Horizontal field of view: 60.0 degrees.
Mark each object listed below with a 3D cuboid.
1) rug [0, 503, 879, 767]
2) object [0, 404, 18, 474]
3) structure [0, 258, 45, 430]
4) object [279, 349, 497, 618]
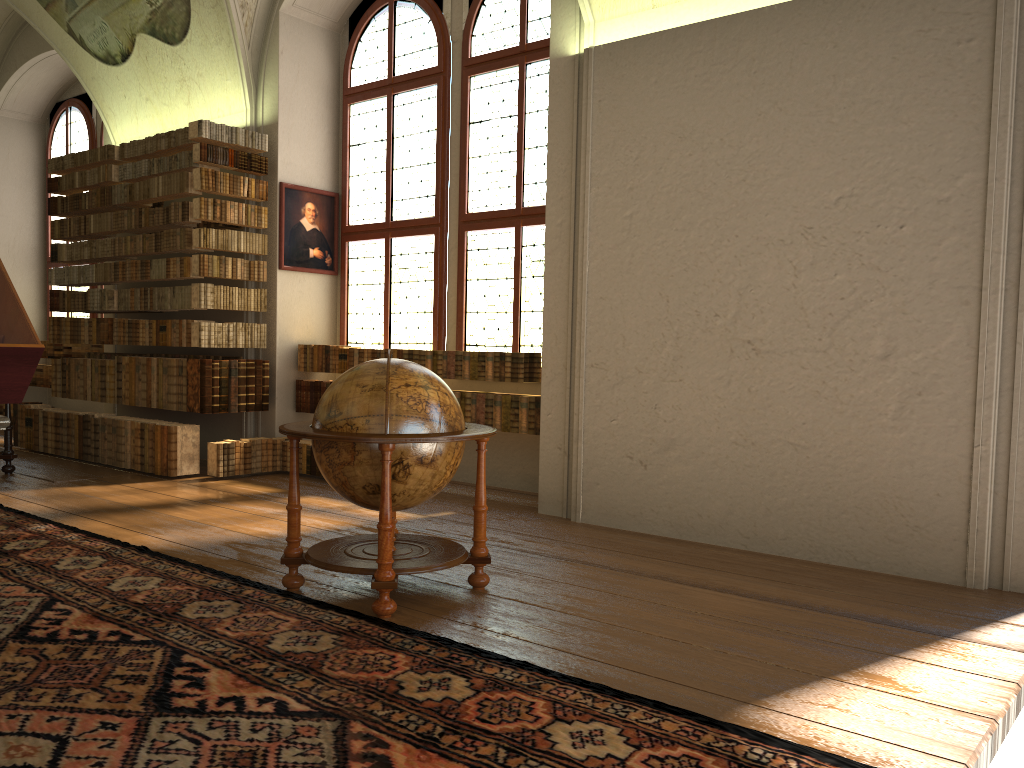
[{"bbox_3d":[-10.426,0.813,9.472,36.881,0.064,4.702,3,3,38],"label":"rug"},{"bbox_3d":[-5.974,0.240,9.477,1.279,1.450,1.278,1,3,1],"label":"object"},{"bbox_3d":[-2.698,0.289,3.092,1.890,1.983,1.245,4,4,38],"label":"structure"},{"bbox_3d":[-0.737,0.518,5.307,1.279,1.450,1.278,1,3,-14],"label":"object"}]
